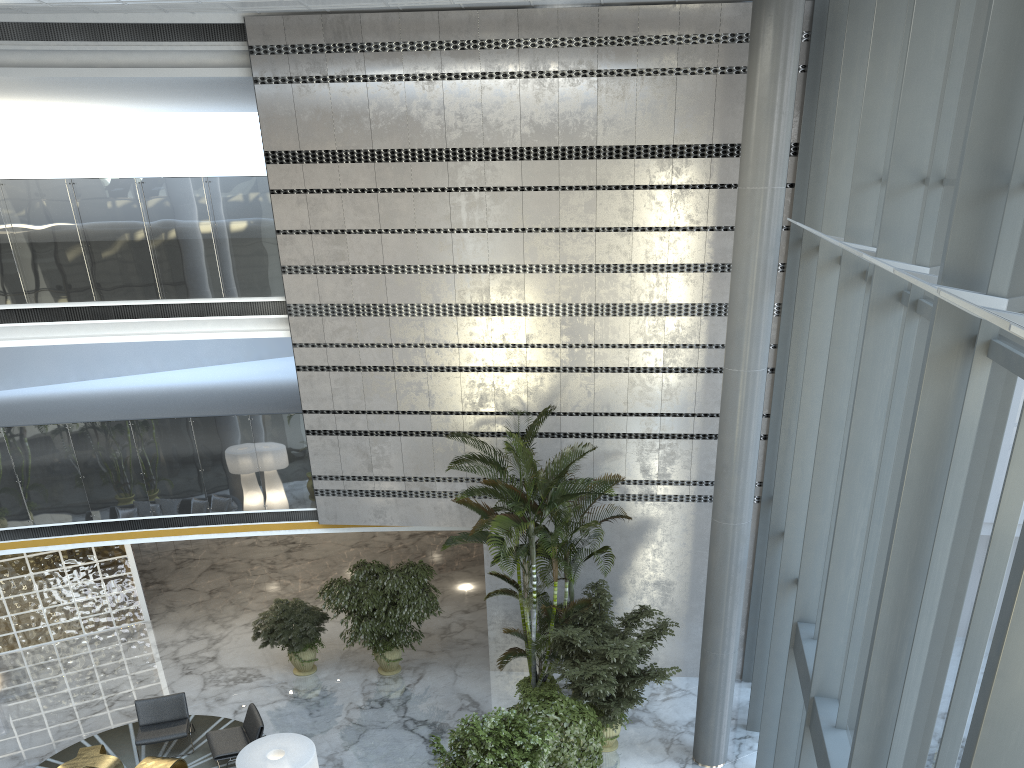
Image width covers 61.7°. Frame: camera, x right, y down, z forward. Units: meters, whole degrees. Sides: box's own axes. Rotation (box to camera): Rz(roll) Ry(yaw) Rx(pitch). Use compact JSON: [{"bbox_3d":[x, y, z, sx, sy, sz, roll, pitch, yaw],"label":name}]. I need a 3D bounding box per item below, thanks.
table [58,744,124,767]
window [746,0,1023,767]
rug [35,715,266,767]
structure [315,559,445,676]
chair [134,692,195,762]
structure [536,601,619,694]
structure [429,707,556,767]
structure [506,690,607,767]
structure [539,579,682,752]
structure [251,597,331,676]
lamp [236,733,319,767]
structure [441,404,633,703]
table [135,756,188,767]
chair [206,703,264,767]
[{"bbox_3d":[-5.741,5.189,11.664,0.863,0.303,0.676,-5,16,-16],"label":"table"},{"bbox_3d":[-4.655,0.617,7.900,18.034,11.215,12.662,5,20,20],"label":"window"},{"bbox_3d":[-4.924,5.401,11.429,3.533,0.021,3.216,-7,15,-23],"label":"rug"},{"bbox_3d":[-2.023,3.732,13.623,1.904,2.196,1.564,14,26,36],"label":"structure"},{"bbox_3d":[-4.923,4.850,12.101,0.724,0.746,0.655,-7,21,-16],"label":"chair"},{"bbox_3d":[0.988,4.057,13.137,1.104,1.718,1.289,-19,27,-36],"label":"structure"},{"bbox_3d":[-0.236,4.602,9.974,1.306,2.185,1.181,13,26,31],"label":"structure"},{"bbox_3d":[0.382,4.613,10.714,1.582,1.791,1.299,-10,22,-22],"label":"structure"},{"bbox_3d":[1.275,3.980,11.680,1.863,2.550,1.671,-4,21,-6],"label":"structure"},{"bbox_3d":[-3.508,4.062,13.843,1.135,1.477,1.114,6,22,20],"label":"structure"},{"bbox_3d":[-2.535,4.864,9.692,0.810,1.854,0.780,9,25,24],"label":"lamp"},{"bbox_3d":[0.268,2.673,11.675,2.400,5.169,2.308,4,24,14],"label":"structure"},{"bbox_3d":[-4.663,5.265,10.991,1.121,0.444,1.313,11,19,37],"label":"table"},{"bbox_3d":[-3.781,4.909,11.798,0.723,0.746,0.656,-11,22,-25],"label":"chair"}]
